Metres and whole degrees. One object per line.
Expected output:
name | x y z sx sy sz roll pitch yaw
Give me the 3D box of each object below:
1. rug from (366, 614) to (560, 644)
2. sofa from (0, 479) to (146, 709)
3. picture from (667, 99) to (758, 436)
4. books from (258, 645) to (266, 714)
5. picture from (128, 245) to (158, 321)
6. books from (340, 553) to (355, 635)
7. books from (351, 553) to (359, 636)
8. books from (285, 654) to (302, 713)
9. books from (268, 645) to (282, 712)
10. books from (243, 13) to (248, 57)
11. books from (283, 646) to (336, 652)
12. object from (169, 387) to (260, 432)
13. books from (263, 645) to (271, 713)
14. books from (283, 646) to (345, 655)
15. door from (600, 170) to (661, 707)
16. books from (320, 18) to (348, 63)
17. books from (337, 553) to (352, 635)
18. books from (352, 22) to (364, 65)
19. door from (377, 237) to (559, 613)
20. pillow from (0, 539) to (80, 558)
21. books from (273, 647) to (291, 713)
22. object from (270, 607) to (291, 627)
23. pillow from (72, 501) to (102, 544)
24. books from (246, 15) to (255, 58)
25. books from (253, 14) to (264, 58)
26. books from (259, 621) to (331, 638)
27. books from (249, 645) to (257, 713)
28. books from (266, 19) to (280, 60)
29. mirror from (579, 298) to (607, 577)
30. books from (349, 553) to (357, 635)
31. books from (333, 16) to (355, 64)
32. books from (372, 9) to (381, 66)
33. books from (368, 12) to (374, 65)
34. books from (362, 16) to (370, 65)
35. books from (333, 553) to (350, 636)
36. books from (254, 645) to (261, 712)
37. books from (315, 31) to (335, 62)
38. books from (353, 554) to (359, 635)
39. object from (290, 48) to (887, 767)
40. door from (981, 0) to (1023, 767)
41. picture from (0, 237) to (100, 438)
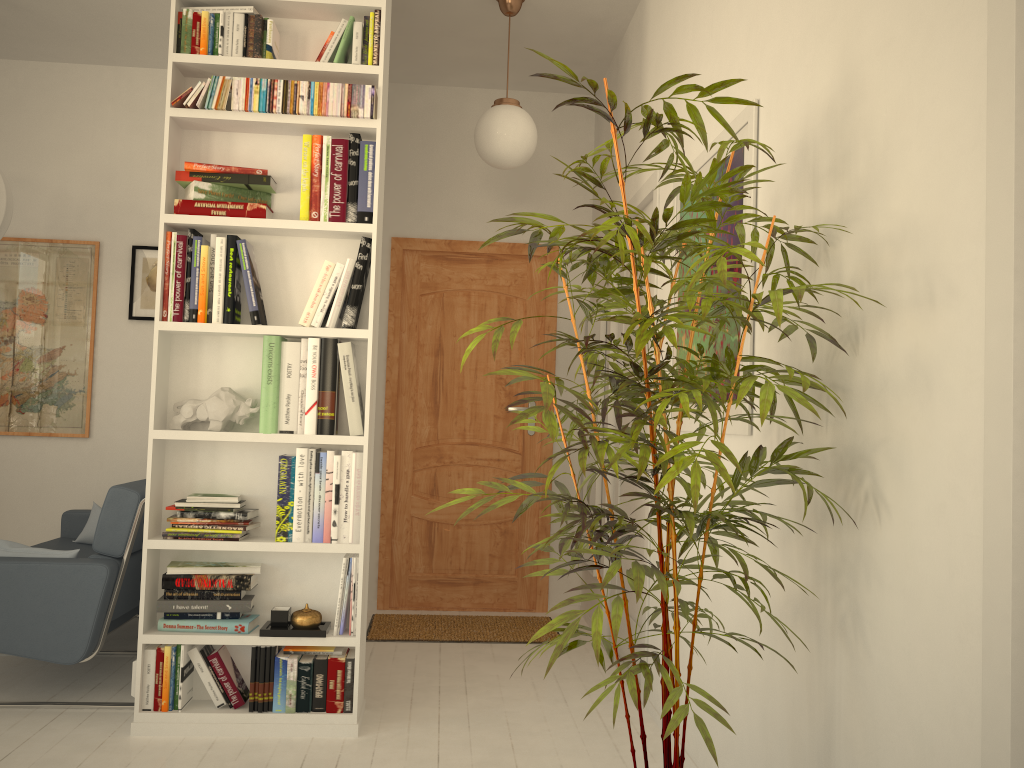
rug | -0.242 1.221 4.427 0.941 0.002 0.553 2 -2 -4
sofa | -1.786 0.759 3.790 0.964 0.773 1.602 2 -2 -4
picture | 0.590 -0.291 2.697 0.012 0.877 0.822 2 -2 -4
books | -0.823 0.967 2.985 0.015 0.214 0.202 2 -2 -4
picture | -1.811 -0.537 4.786 0.481 0.402 0.015 2 -3 -4
books | -0.556 0.708 3.006 0.033 0.258 0.130 2 -3 -4
books | -0.531 0.707 3.023 0.007 0.257 0.181 2 -3 -4
books | -0.729 0.990 3.006 0.032 0.176 0.222 2 -2 -4
books | -0.794 0.968 3.000 0.015 0.214 0.202 2 -2 -4
books | -0.906 -1.168 3.075 0.013 0.159 0.176 2 -2 -4
books | -0.679 0.886 2.990 0.165 0.006 0.103 2 -2 -4
object | -0.992 0.084 2.990 0.311 0.150 0.137 2 -2 4
books | -0.809 0.968 2.993 0.015 0.214 0.202 2 -2 -4
books | -0.667 0.896 3.009 0.193 0.012 0.130 2 -2 -4
door | 0.551 0.207 3.826 0.166 2.034 0.955 2 -3 -4
books | -0.613 -1.161 3.125 0.092 0.165 0.222 2 -2 -4
books | -0.568 0.708 3.040 0.030 0.256 0.198 2 -3 -4
books | -0.535 -1.152 3.113 0.030 0.154 0.199 2 -2 -4
door | -0.237 0.223 4.920 0.931 2.033 0.159 2 -3 -4
pillow | -1.795 0.677 3.145 0.533 0.354 0.141 2 -3 -5
books | -0.766 0.988 3.009 0.044 0.179 0.224 2 -2 -4
object | -0.775 0.781 2.975 0.058 0.055 0.058 2 -2 -4
pillow | -1.888 0.734 4.416 0.540 0.277 0.157 2 -3 -3
books | -0.889 -1.164 3.096 0.024 0.155 0.206 2 -2 -4
books | -0.863 -1.163 3.065 0.023 0.153 0.176 2 -2 -4
books | -0.720 0.817 2.957 0.214 0.023 0.130 2 -2 -4
books | -0.854 0.966 2.988 0.015 0.214 0.202 2 -2 -4
books | -0.826 -1.156 3.087 0.020 0.145 0.189 2 -2 -4
mirror | 0.415 0.266 4.613 0.029 1.371 0.500 2 -3 -4
books | -0.539 0.708 3.035 0.008 0.256 0.184 2 -3 -4
books | -0.579 -1.162 3.115 0.065 0.168 0.228 2 -2 -4
books | -0.468 -1.173 3.121 0.022 0.199 0.212 2 -2 -4
books | -0.488 -1.168 3.122 0.014 0.188 0.218 2 -2 -4
books | -0.507 -1.168 3.133 0.022 0.187 0.186 2 -2 -4
books | -0.578 0.708 3.038 0.034 0.257 0.209 2 -3 -4
books | -0.839 0.967 2.997 0.015 0.214 0.202 2 -2 -4
books | -0.648 -1.144 3.134 0.073 0.129 0.200 2 -2 -4
books | -0.522 0.708 3.015 0.011 0.256 0.139 2 -3 -4
object | 0.033 0.287 2.208 0.778 1.712 2.088 3 -3 -23
door | 0.783 0.096 0.812 0.166 2.034 0.955 2 -3 -4
picture | -2.652 -0.255 4.711 0.838 1.053 0.012 2 -3 -4
